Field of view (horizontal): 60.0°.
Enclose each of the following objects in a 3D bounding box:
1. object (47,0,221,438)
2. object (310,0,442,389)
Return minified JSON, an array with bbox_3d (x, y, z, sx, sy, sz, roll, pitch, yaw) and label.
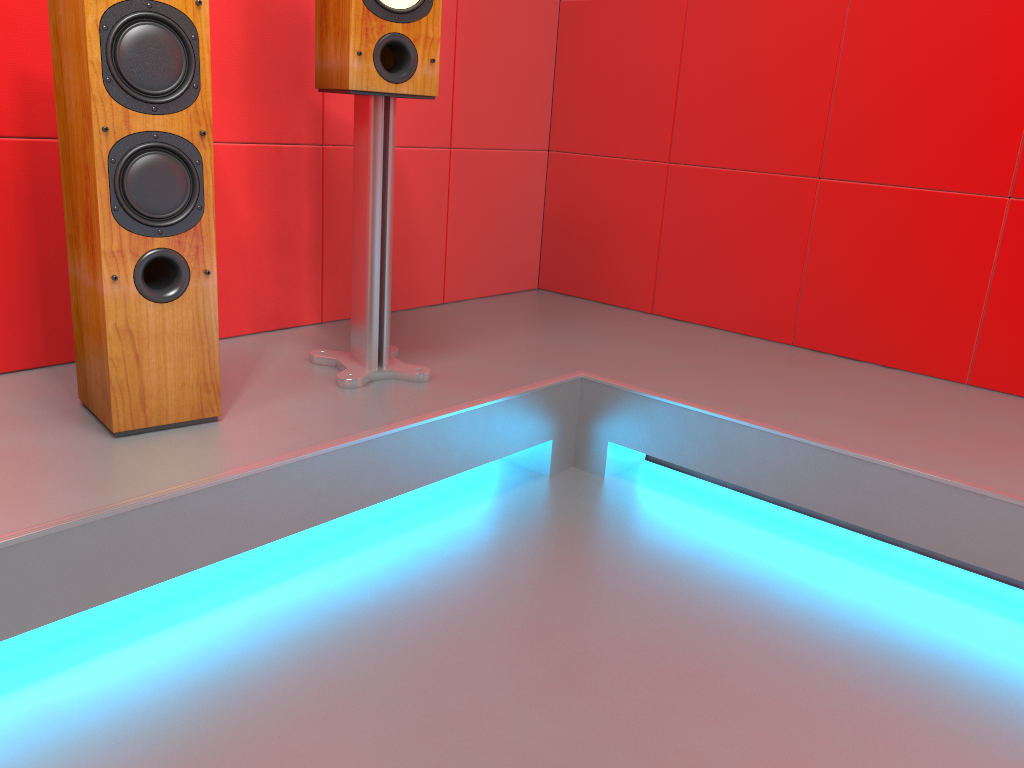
[{"bbox_3d":[-0.686,-0.444,1.615,0.203,1.052,0.238,-10,22,-38],"label":"object"},{"bbox_3d":[-0.312,-0.539,2.006,0.231,1.058,0.265,-6,19,-29],"label":"object"}]
